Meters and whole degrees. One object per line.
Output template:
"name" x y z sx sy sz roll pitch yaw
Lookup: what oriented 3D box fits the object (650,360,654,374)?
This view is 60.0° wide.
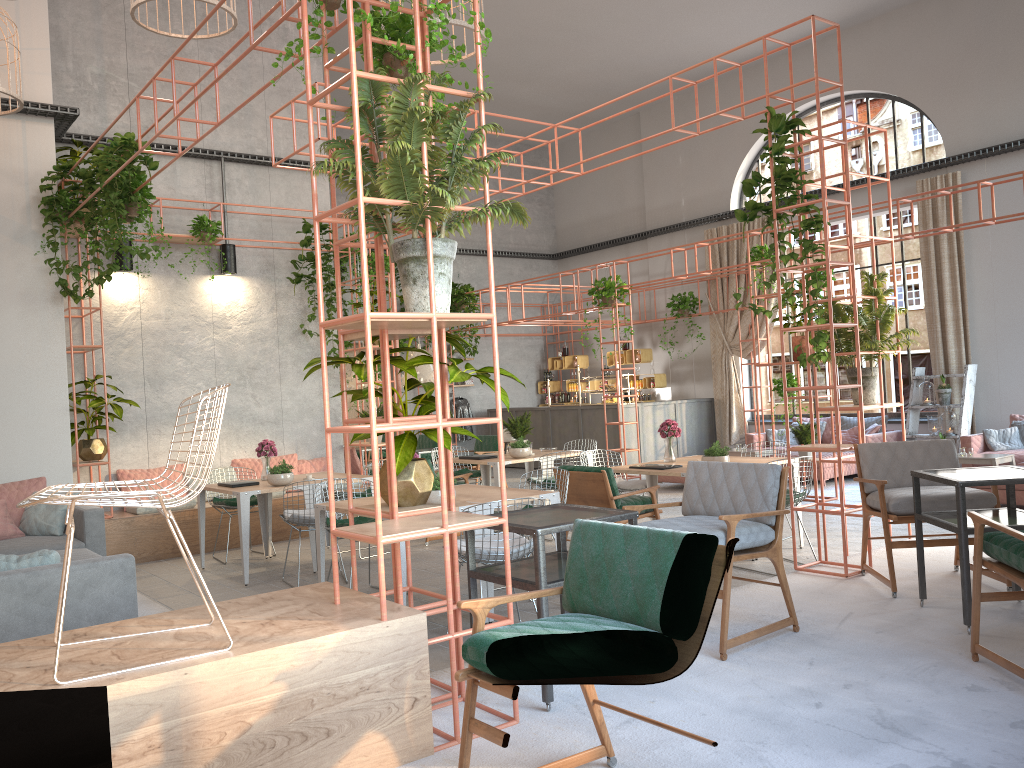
"object" 2.807 -0.335 17.767 0.075 0.273 0.075 -4 -1 42

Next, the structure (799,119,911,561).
"structure" 2.854 -0.307 7.352 0.624 3.602 0.424 -3 -1 -37

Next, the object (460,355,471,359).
"object" -1.010 -0.601 19.217 0.263 0.101 0.013 -3 -1 -37

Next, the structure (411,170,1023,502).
"structure" 3.737 -0.326 13.846 4.157 4.247 14.689 -3 -1 -37

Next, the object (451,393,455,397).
"object" -1.269 0.216 19.035 0.093 0.121 0.049 -3 -1 -35

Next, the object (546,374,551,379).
"object" 0.835 -0.141 20.168 0.115 0.147 0.115 -3 0 8

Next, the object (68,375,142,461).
"object" -4.464 0.353 9.398 0.934 0.919 0.903 -3 0 24

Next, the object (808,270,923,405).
"object" 2.910 -0.379 7.389 0.894 1.100 0.900 -3 0 -8

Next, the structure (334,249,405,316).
"structure" -2.968 -2.008 17.781 1.939 1.514 0.856 -3 -1 -43

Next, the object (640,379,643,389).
"object" 2.598 0.000 17.806 0.069 0.191 0.069 -3 0 -20

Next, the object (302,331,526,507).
"object" -0.448 0.109 4.185 0.934 0.923 0.903 -3 0 19

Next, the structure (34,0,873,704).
"structure" -3.259 -0.511 10.552 4.501 4.345 14.096 -3 -1 -38

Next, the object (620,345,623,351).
"object" 2.231 -0.747 18.258 0.088 0.123 0.088 -3 0 19

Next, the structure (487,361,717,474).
"structure" 1.726 0.630 18.181 2.579 2.022 4.057 -3 -1 -37

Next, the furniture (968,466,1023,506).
"furniture" 5.576 1.135 9.675 0.941 0.446 0.976 -3 -1 -37

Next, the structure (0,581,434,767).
"structure" -3.193 1.066 4.436 3.396 1.111 9.152 -3 -1 -37

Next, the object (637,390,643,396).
"object" 2.586 0.182 17.972 0.115 0.107 0.115 -3 0 19

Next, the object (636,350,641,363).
"object" 2.574 -0.556 17.985 0.137 0.261 0.137 -3 0 -1

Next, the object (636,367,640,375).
"object" 2.553 -0.263 17.901 0.083 0.159 0.083 -3 0 8

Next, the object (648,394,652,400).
"object" 2.782 0.263 17.945 0.073 0.131 0.073 -3 -1 -44

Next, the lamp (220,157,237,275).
"lamp" -3.506 -2.065 10.873 0.179 1.425 0.185 -3 -1 -37

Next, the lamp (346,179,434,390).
"lamp" -2.554 -1.871 14.724 0.704 4.052 4.456 -3 -1 -37

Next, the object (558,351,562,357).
"object" 1.072 -0.669 19.787 0.088 0.123 0.088 -3 0 19

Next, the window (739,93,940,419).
"window" 5.708 -2.171 15.400 0.089 5.538 4.127 -3 -1 -37

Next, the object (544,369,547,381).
"object" 0.754 -0.208 20.244 0.066 0.291 0.066 -3 0 23

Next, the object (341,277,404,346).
"object" -1.740 -0.962 11.496 0.934 0.947 0.903 -3 0 14

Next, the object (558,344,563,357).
"object" 1.112 -0.759 20.023 0.134 0.301 0.134 -4 -1 42

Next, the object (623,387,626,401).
"object" 2.300 0.212 18.240 0.066 0.291 0.066 -4 -1 37

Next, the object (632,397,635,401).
"object" 2.499 0.292 17.985 0.115 0.107 0.115 -3 -1 -40

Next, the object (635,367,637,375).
"object" 2.498 -0.259 17.973 0.083 0.159 0.083 -3 0 8

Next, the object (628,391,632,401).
"object" 2.431 0.207 18.351 0.074 0.287 0.072 -3 0 -5

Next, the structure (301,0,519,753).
"structure" -0.303 -0.355 3.660 0.748 3.623 0.722 -3 -1 -37

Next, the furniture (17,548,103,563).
"furniture" -3.248 1.409 6.003 0.941 0.446 0.975 -3 -1 -37

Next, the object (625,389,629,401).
"object" 2.368 0.214 18.299 0.065 0.280 0.065 -3 0 6

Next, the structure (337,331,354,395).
"structure" -3.552 -0.525 17.464 0.921 1.527 0.950 -3 0 -4

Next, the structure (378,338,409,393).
"structure" -2.526 -0.557 18.296 0.950 1.527 0.921 -3 -1 -39

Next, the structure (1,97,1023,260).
"structure" -0.438 -2.984 10.462 15.603 0.110 15.203 -3 -1 -37

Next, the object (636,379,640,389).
"object" 2.543 0.004 17.878 0.069 0.191 0.069 -3 0 -2

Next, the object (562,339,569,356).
"object" 1.196 -0.807 19.849 0.134 0.386 0.134 -3 0 -3

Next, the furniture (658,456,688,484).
"furniture" 2.800 1.323 13.337 0.941 0.446 0.976 -3 -1 -37

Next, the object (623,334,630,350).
"object" 2.355 -0.885 18.320 0.134 0.386 0.134 -4 -1 42

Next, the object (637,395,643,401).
"object" 2.578 0.286 17.882 0.115 0.107 0.115 -3 0 19

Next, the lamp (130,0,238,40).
"lamp" -2.972 -4.939 7.807 0.883 3.476 0.883 -3 0 15

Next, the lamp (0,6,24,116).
"lamp" -4.844 -4.196 7.716 0.883 3.476 0.883 -3 0 15

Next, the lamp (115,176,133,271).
"lamp" -4.467 -2.016 10.142 0.179 1.425 0.185 -3 -1 -37

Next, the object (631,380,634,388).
"object" 2.445 0.010 18.009 0.069 0.191 0.069 -3 0 -25

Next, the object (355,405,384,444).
"object" -1.788 0.511 11.488 0.438 0.527 0.368 -3 -1 -37

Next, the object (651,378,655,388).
"object" 2.818 -0.023 17.587 0.131 0.207 0.131 -3 0 8

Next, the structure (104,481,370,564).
"structure" -4.461 1.708 12.705 4.386 0.500 5.831 -3 -1 -37

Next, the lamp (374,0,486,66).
"lamp" -0.745 -4.435 7.079 0.883 3.476 0.883 -3 0 15

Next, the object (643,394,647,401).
"object" 2.672 0.269 17.854 0.073 0.131 0.073 -3 -1 -44

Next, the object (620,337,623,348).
"object" 2.270 -0.837 18.494 0.134 0.301 0.134 -4 -1 42

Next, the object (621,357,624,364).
"object" 2.299 -0.479 18.249 0.123 0.142 0.141 -3 -1 -37

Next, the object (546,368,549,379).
"object" 0.815 -0.211 20.292 0.066 0.291 0.066 -3 -1 -31

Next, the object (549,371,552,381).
"object" 0.881 -0.214 20.339 0.066 0.291 0.066 -3 0 3
